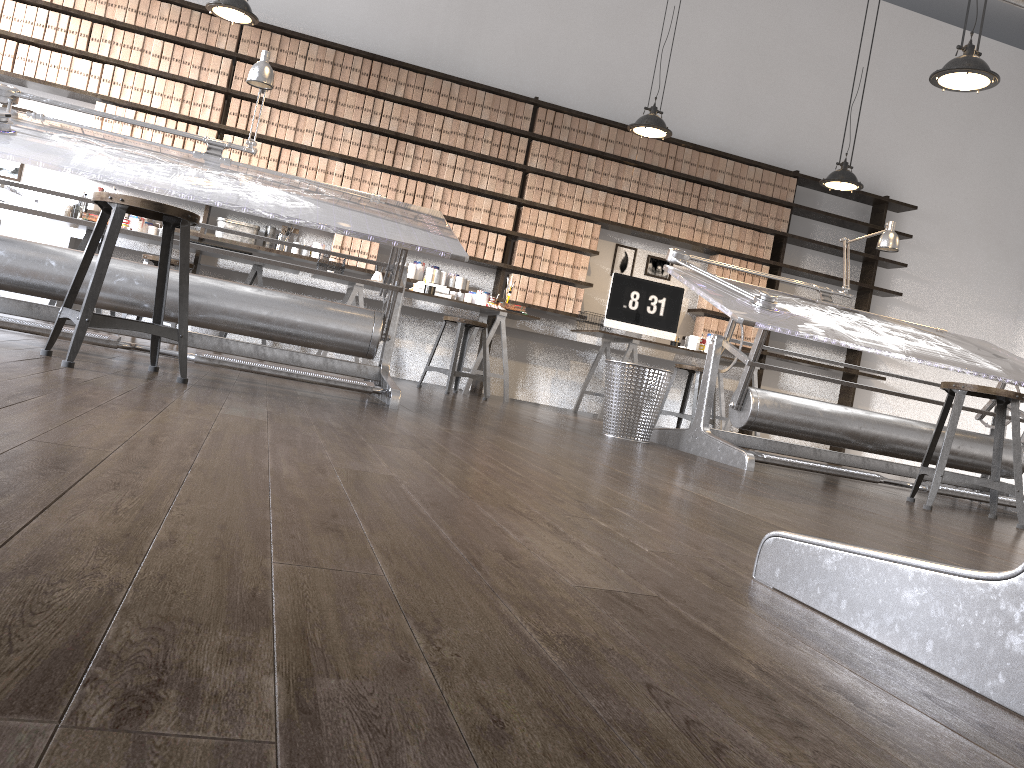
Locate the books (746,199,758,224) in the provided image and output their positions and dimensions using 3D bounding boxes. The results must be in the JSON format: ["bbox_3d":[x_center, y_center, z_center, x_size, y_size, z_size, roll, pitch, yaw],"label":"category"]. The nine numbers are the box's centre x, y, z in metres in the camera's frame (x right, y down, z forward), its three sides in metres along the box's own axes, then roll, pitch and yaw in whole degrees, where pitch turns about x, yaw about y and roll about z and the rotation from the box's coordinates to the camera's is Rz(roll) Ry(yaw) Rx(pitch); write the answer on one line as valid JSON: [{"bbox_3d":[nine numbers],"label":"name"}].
[{"bbox_3d":[2.079,-1.513,7.831,0.067,0.226,0.175,11,-1,-16],"label":"books"}]

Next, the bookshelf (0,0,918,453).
[{"bbox_3d":[-0.918,-0.938,7.092,9.152,3.214,0.374,11,-2,-16],"label":"bookshelf"}]

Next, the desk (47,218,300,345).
[{"bbox_3d":[-2.391,-0.646,6.200,1.664,0.671,0.656,11,-1,-16],"label":"desk"}]

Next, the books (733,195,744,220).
[{"bbox_3d":[1.950,-1.537,7.798,0.066,0.226,0.175,11,-1,-16],"label":"books"}]

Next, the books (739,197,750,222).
[{"bbox_3d":[2.010,-1.526,7.814,0.066,0.226,0.175,11,-1,-16],"label":"books"}]

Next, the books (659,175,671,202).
[{"bbox_3d":[1.283,-1.663,7.605,0.066,0.226,0.175,11,-1,-16],"label":"books"}]

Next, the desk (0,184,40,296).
[{"bbox_3d":[-3.886,-1.150,5.743,1.265,1.100,1.073,11,-1,-16],"label":"desk"}]

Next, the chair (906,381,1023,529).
[{"bbox_3d":[1.873,0.278,3.603,0.372,0.529,0.357,11,-1,13],"label":"chair"}]

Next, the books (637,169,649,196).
[{"bbox_3d":[1.081,-1.701,7.554,0.066,0.226,0.175,11,-1,-16],"label":"books"}]

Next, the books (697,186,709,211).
[{"bbox_3d":[1.622,-1.599,7.708,0.066,0.226,0.175,11,-1,-16],"label":"books"}]

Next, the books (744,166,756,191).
[{"bbox_3d":[2.059,-1.799,7.824,0.066,0.226,0.174,11,-1,-16],"label":"books"}]

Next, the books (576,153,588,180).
[{"bbox_3d":[0.559,-1.799,7.408,0.066,0.226,0.175,11,-1,-16],"label":"books"}]

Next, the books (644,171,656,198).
[{"bbox_3d":[1.147,-1.688,7.574,0.066,0.226,0.174,11,-1,-16],"label":"books"}]

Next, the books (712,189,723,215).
[{"bbox_3d":[1.756,-1.574,7.745,0.066,0.226,0.174,11,-1,-16],"label":"books"}]

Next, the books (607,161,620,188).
[{"bbox_3d":[0.825,-1.749,7.476,0.067,0.226,0.175,11,-1,-16],"label":"books"}]

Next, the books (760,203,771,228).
[{"bbox_3d":[2.209,-1.488,7.874,0.066,0.226,0.174,11,-1,-16],"label":"books"}]

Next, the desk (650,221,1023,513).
[{"bbox_3d":[1.798,-0.192,4.495,2.063,1.389,1.078,11,-1,-16],"label":"desk"}]

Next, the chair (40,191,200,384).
[{"bbox_3d":[-1.178,-0.295,2.734,0.356,0.529,0.373,12,-2,-37],"label":"chair"}]

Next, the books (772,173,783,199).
[{"bbox_3d":[2.326,-1.749,7.901,0.066,0.226,0.175,11,-1,-16],"label":"books"}]

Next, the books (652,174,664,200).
[{"bbox_3d":[1.214,-1.676,7.589,0.066,0.226,0.174,11,-1,-16],"label":"books"}]

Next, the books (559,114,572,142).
[{"bbox_3d":[0.420,-2.107,7.359,0.066,0.226,0.174,11,-1,-16],"label":"books"}]

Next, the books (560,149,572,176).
[{"bbox_3d":[0.418,-1.825,7.368,0.066,0.226,0.175,11,-1,-16],"label":"books"}]

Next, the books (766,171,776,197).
[{"bbox_3d":[2.255,-1.762,7.880,0.066,0.226,0.175,11,-1,-16],"label":"books"}]

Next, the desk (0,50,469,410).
[{"bbox_3d":[-1.369,-0.787,3.601,2.274,1.389,1.078,11,-1,-16],"label":"desk"}]

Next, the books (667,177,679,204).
[{"bbox_3d":[1.351,-1.650,7.624,0.067,0.226,0.175,11,-1,-16],"label":"books"}]

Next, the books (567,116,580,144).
[{"bbox_3d":[0.485,-2.095,7.382,0.066,0.226,0.174,11,-1,-16],"label":"books"}]

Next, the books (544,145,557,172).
[{"bbox_3d":[0.298,-1.848,7.327,0.067,0.226,0.175,11,-1,-16],"label":"books"}]

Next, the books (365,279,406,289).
[{"bbox_3d":[-0.948,-0.727,6.480,0.353,0.029,0.256,11,1,-15],"label":"books"}]

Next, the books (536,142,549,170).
[{"bbox_3d":[0.230,-1.861,7.308,0.066,0.226,0.175,11,-1,-16],"label":"books"}]

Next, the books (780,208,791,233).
[{"bbox_3d":[2.399,-1.453,7.923,0.066,0.226,0.175,11,-1,-16],"label":"books"}]

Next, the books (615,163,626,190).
[{"bbox_3d":[0.887,-1.737,7.498,0.066,0.226,0.175,11,-1,-16],"label":"books"}]

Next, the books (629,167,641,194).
[{"bbox_3d":[1.016,-1.713,7.531,0.067,0.226,0.175,11,-1,-16],"label":"books"}]

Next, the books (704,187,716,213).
[{"bbox_3d":[1.690,-1.586,7.722,0.066,0.226,0.174,11,-1,-16],"label":"books"}]

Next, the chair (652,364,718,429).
[{"bbox_3d":[1.333,0.136,6.643,0.373,0.529,0.356,10,-2,43],"label":"chair"}]

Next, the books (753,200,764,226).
[{"bbox_3d":[2.144,-1.501,7.854,0.066,0.226,0.175,11,-1,-16],"label":"books"}]

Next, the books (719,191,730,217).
[{"bbox_3d":[1.823,-1.561,7.764,0.066,0.226,0.175,11,-1,-16],"label":"books"}]

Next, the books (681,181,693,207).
[{"bbox_3d":[1.481,-1.625,7.668,0.066,0.226,0.175,11,-1,-16],"label":"books"}]

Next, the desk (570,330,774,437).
[{"bbox_3d":[1.298,0.047,7.241,1.664,0.671,0.656,11,-1,-16],"label":"desk"}]

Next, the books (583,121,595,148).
[{"bbox_3d":[0.618,-2.070,7.413,0.067,0.226,0.175,11,-1,-16],"label":"books"}]

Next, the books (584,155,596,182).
[{"bbox_3d":[0.627,-1.786,7.422,0.066,0.226,0.174,11,-1,-16],"label":"books"}]

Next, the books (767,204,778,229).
[{"bbox_3d":[2.277,-1.476,7.886,0.067,0.226,0.175,11,-1,-16],"label":"books"}]

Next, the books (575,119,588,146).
[{"bbox_3d":[0.552,-2.082,7.401,0.066,0.226,0.175,11,-1,-16],"label":"books"}]

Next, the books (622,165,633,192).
[{"bbox_3d":[0.947,-1.726,7.514,0.066,0.226,0.175,11,-1,-16],"label":"books"}]

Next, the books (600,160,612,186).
[{"bbox_3d":[0.760,-1.761,7.464,0.066,0.226,0.175,11,-1,-16],"label":"books"}]

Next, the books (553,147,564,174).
[{"bbox_3d":[0.357,-1.837,7.348,0.066,0.226,0.175,11,-1,-16],"label":"books"}]

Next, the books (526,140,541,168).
[{"bbox_3d":[0.160,-1.874,7.292,0.066,0.226,0.174,11,-1,-16],"label":"books"}]

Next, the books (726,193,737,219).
[{"bbox_3d":[1.888,-1.549,7.776,0.067,0.226,0.175,11,-1,-16],"label":"books"}]

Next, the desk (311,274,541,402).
[{"bbox_3d":[-0.724,-0.333,6.670,1.664,0.671,0.656,11,-1,-16],"label":"desk"}]

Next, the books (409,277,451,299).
[{"bbox_3d":[-0.610,-0.723,6.759,0.293,0.148,0.386,11,0,-16],"label":"books"}]

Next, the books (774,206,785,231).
[{"bbox_3d":[2.339,-1.464,7.908,0.066,0.226,0.175,11,-1,-16],"label":"books"}]

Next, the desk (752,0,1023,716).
[{"bbox_3d":[1.416,-0.221,1.076,2.063,1.389,1.078,11,-1,-16],"label":"desk"}]

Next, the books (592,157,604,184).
[{"bbox_3d":[0.693,-1.774,7.445,0.066,0.226,0.174,11,-1,-16],"label":"books"}]

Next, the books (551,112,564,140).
[{"bbox_3d":[0.351,-2.120,7.345,0.066,0.226,0.175,11,-1,-16],"label":"books"}]

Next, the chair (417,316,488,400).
[{"bbox_3d":[-0.371,-0.184,6.135,0.369,0.529,0.360,12,-2,-42],"label":"chair"}]

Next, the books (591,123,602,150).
[{"bbox_3d":[0.680,-2.059,7.436,0.066,0.226,0.175,11,-1,-16],"label":"books"}]

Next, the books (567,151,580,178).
[{"bbox_3d":[0.489,-1.812,7.382,0.067,0.226,0.175,11,-1,-16],"label":"books"}]

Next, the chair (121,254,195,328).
[{"bbox_3d":[-2.254,-0.539,5.675,0.371,0.529,0.358,11,-1,-7],"label":"chair"}]

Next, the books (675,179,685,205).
[{"bbox_3d":[1.410,-1.639,7.645,0.066,0.226,0.175,11,-1,-16],"label":"books"}]

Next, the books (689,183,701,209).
[{"bbox_3d":[1.552,-1.612,7.682,0.067,0.226,0.175,11,-1,-16],"label":"books"}]
